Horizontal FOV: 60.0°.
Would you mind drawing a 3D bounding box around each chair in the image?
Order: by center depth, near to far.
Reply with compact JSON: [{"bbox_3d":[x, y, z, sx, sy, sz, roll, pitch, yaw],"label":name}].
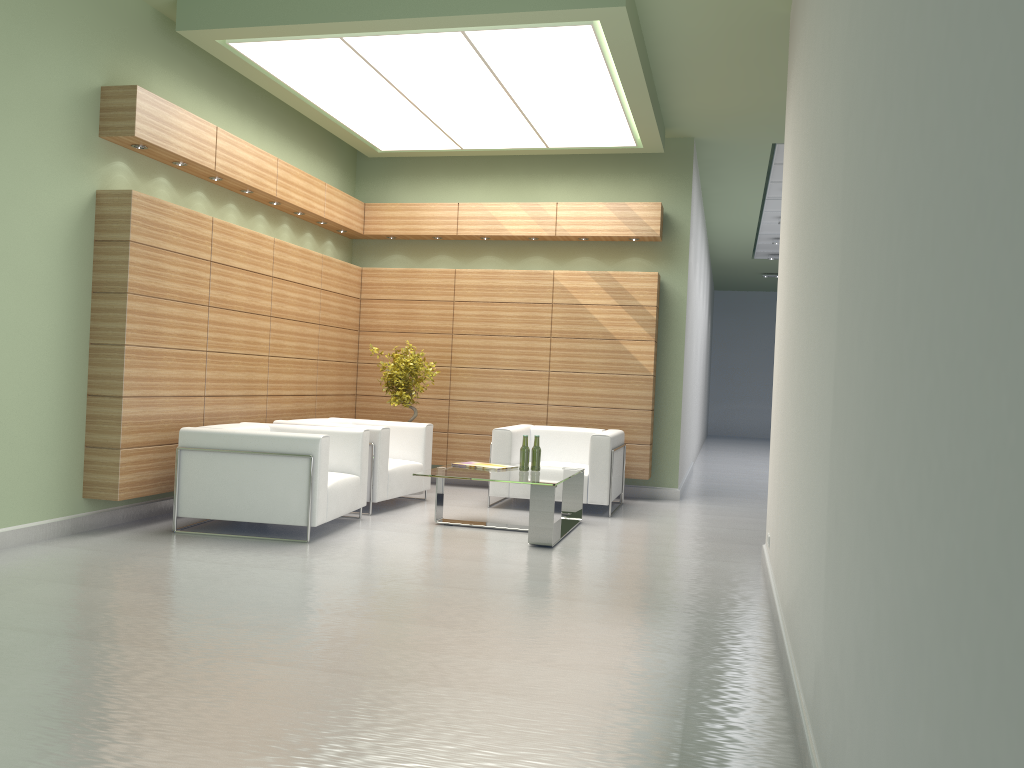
[{"bbox_3d":[-2.921,1.165,11.123,1.802,1.234,1.894,3,0,9],"label":"chair"},{"bbox_3d":[-2.356,1.185,13.378,1.769,1.234,1.894,3,0,19],"label":"chair"},{"bbox_3d":[0.756,1.327,14.103,1.894,1.234,1.802,3,0,14],"label":"chair"}]

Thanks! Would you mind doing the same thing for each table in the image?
[{"bbox_3d":[-0.112,1.513,11.670,1.783,0.742,2.197,3,0,14],"label":"table"}]

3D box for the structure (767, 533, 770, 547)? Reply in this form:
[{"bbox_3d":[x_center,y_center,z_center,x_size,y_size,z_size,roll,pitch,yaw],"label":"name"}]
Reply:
[{"bbox_3d":[2.749,1.670,9.495,0.017,0.118,0.262,3,0,14],"label":"structure"}]

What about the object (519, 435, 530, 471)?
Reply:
[{"bbox_3d":[0.169,0.915,11.741,0.131,0.475,0.131,3,0,-22],"label":"object"}]

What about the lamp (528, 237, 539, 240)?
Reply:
[{"bbox_3d":[0.384,-2.619,15.815,0.181,0.074,0.181,3,0,8],"label":"lamp"}]

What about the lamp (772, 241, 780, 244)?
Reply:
[{"bbox_3d":[7.787,-4.081,25.343,0.657,0.159,0.286,3,0,14],"label":"lamp"}]

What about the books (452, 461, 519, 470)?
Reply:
[{"bbox_3d":[-0.368,1.115,12.097,0.762,0.025,0.508,3,0,34],"label":"books"}]

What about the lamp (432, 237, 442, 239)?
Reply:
[{"bbox_3d":[-1.364,-2.701,16.240,0.181,0.074,0.181,3,0,8],"label":"lamp"}]

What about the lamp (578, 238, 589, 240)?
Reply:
[{"bbox_3d":[1.261,-2.578,15.601,0.181,0.074,0.181,3,0,-26],"label":"lamp"}]

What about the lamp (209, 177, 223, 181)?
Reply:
[{"bbox_3d":[-4.018,-2.813,12.039,0.181,0.074,0.181,3,0,-3],"label":"lamp"}]

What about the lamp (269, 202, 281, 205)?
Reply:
[{"bbox_3d":[-3.636,-2.799,13.610,0.181,0.074,0.181,3,0,-3],"label":"lamp"}]

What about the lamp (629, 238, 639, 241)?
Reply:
[{"bbox_3d":[2.120,-2.537,15.392,0.181,0.074,0.181,3,0,8],"label":"lamp"}]

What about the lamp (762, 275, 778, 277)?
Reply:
[{"bbox_3d":[9.562,-4.018,32.642,0.657,0.159,0.286,3,0,14],"label":"lamp"}]

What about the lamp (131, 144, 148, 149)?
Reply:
[{"bbox_3d":[-4.399,-2.826,10.476,0.181,0.074,0.181,3,0,-14],"label":"lamp"}]

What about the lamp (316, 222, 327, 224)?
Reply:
[{"bbox_3d":[-3.254,-2.786,15.183,0.181,0.074,0.181,3,0,-14],"label":"lamp"}]

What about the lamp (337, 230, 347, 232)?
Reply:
[{"bbox_3d":[-3.063,-2.779,15.968,0.181,0.074,0.181,3,0,-3],"label":"lamp"}]

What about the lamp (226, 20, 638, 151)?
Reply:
[{"bbox_3d":[-0.714,-4.250,12.876,4.571,0.325,5.060,3,0,14],"label":"lamp"}]

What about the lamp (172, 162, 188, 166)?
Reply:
[{"bbox_3d":[-4.210,-2.820,11.250,0.181,0.074,0.181,3,0,-3],"label":"lamp"}]

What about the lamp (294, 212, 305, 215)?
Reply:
[{"bbox_3d":[-3.448,-2.792,14.386,0.181,0.074,0.181,3,0,-3],"label":"lamp"}]

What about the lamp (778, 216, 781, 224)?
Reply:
[{"bbox_3d":[7.046,-4.108,22.298,0.657,0.159,0.286,3,0,14],"label":"lamp"}]

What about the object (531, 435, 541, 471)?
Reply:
[{"bbox_3d":[0.323,0.922,11.828,0.131,0.475,0.131,3,0,-22],"label":"object"}]

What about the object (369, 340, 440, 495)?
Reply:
[{"bbox_3d":[-1.897,0.527,14.954,1.201,2.565,1.116,3,0,-18],"label":"object"}]

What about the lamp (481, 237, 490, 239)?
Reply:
[{"bbox_3d":[-0.481,-2.659,16.025,0.181,0.074,0.181,3,0,-26],"label":"lamp"}]

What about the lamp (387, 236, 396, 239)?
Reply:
[{"bbox_3d":[-2.236,-2.742,16.453,0.181,0.074,0.181,3,0,8],"label":"lamp"}]

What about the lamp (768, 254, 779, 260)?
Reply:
[{"bbox_3d":[8.507,-4.056,28.305,0.657,0.159,0.286,3,0,14],"label":"lamp"}]

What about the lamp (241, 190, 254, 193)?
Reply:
[{"bbox_3d":[-3.829,-2.806,12.819,0.181,0.074,0.181,3,0,-14],"label":"lamp"}]
